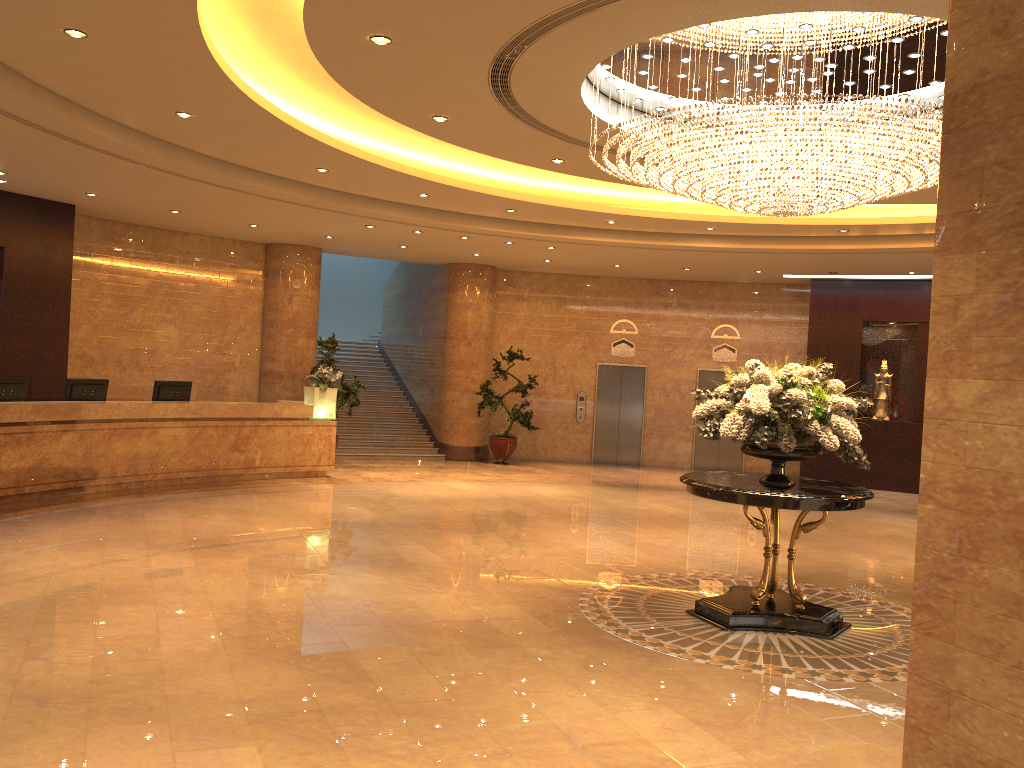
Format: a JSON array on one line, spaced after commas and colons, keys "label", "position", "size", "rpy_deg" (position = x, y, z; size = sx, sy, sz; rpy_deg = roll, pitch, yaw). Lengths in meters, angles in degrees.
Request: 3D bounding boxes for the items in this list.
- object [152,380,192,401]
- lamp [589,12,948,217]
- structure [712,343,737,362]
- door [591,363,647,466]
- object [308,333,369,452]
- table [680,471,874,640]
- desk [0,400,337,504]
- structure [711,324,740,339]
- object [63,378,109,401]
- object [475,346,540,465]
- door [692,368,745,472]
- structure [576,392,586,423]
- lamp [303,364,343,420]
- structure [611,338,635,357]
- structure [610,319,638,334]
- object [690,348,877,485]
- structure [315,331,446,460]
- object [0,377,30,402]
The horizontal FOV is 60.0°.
[{"label": "object", "position": [-4.976, 0.202, 12.972], "size": [0.531, 0.500, 0.430], "rpy_deg": [3, 1, -16]}, {"label": "lamp", "position": [2.231, -1.956, 7.121], "size": [3.204, 1.196, 3.206], "rpy_deg": [3, 1, 13]}, {"label": "structure", "position": [4.461, -0.657, 18.595], "size": [0.504, 0.405, 0.012], "rpy_deg": [3, 1, 12]}, {"label": "door", "position": [2.282, 0.646, 18.902], "size": [1.070, 2.145, 0.150], "rpy_deg": [3, 1, 2]}, {"label": "object", "position": [-3.225, 0.276, 15.771], "size": [0.843, 2.363, 1.250], "rpy_deg": [2, 1, -43]}, {"label": "table", "position": [2.072, 1.330, 7.118], "size": [1.493, 1.089, 1.493], "rpy_deg": [3, 1, -30]}, {"label": "desk", "position": [-5.591, 0.846, 9.020], "size": [3.466, 1.155, 12.951], "rpy_deg": [3, 1, 11]}, {"label": "structure", "position": [4.484, -1.103, 18.587], "size": [0.600, 0.293, 0.010], "rpy_deg": [3, 1, 12]}, {"label": "object", "position": [-5.703, 0.177, 11.872], "size": [0.531, 0.500, 0.430], "rpy_deg": [3, 1, -21]}, {"label": "object", "position": [-0.096, 0.423, 17.621], "size": [1.250, 2.363, 0.843], "rpy_deg": [3, 1, -2]}, {"label": "door", "position": [4.390, 0.769, 18.665], "size": [1.070, 2.149, 0.150], "rpy_deg": [3, 1, 12]}, {"label": "structure", "position": [1.468, 0.496, 18.828], "size": [0.200, 0.661, 0.053], "rpy_deg": [3, 1, -2]}, {"label": "lamp", "position": [-3.037, 0.110, 14.335], "size": [0.606, 0.897, 0.532], "rpy_deg": [2, 1, -45]}, {"label": "structure", "position": [2.362, -0.777, 18.840], "size": [0.504, 0.405, 0.012], "rpy_deg": [3, 1, 1]}, {"label": "structure", "position": [2.387, -1.223, 18.833], "size": [0.600, 0.293, 0.010], "rpy_deg": [3, 1, 1]}, {"label": "object", "position": [2.110, 0.288, 7.073], "size": [1.318, 0.999, 1.277], "rpy_deg": [3, 1, 7]}, {"label": "structure", "position": [-3.755, -1.425, 20.416], "size": [9.849, 5.560, 7.472], "rpy_deg": [3, 1, -24]}, {"label": "object", "position": [-6.205, 0.164, 10.832], "size": [0.531, 0.500, 0.430], "rpy_deg": [3, 1, -27]}]
